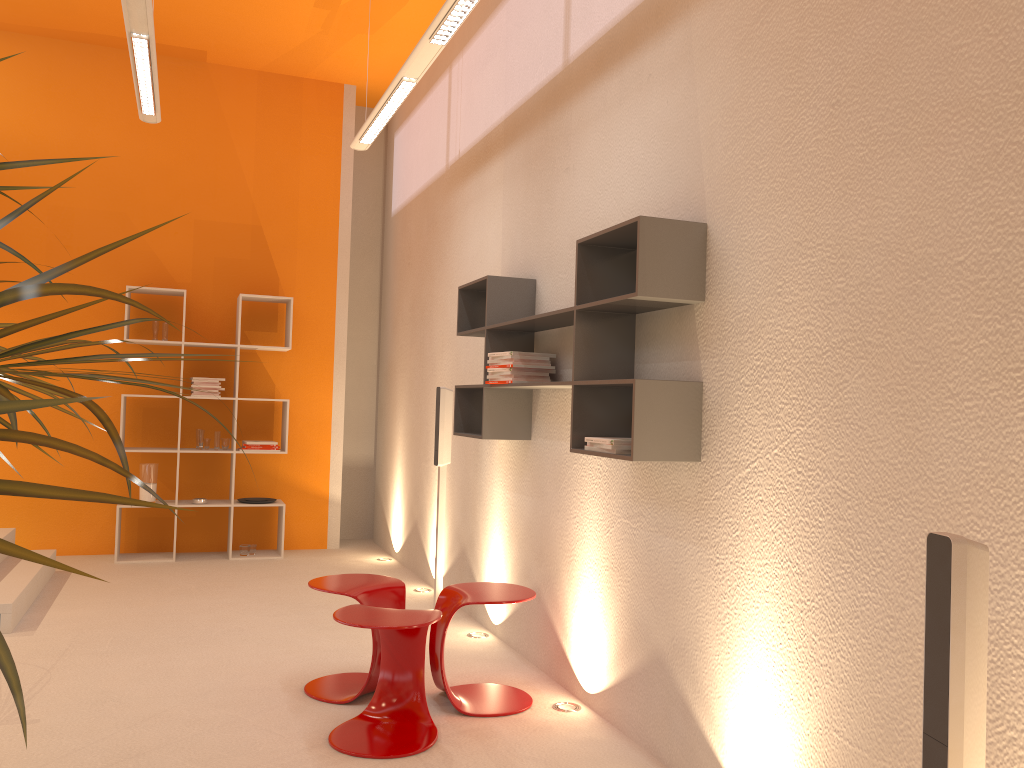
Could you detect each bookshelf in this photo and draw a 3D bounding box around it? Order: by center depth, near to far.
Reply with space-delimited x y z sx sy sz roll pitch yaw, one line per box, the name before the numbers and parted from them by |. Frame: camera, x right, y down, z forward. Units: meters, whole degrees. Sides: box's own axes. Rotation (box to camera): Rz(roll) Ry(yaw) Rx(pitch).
bookshelf | 0.361 0.538 3.155 0.322 2.145 3.370 2 -1 -18
bookshelf | -1.272 1.633 6.152 3.516 4.600 1.107 1 -2 27

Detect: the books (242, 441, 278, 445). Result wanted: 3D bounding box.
books | -1.935 0.450 6.805 0.227 0.017 0.230 3 -2 -25

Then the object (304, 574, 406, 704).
object | -0.660 1.068 3.757 0.420 0.450 0.391 1 -2 40

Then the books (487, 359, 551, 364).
books | 0.030 -0.100 4.086 0.190 0.015 0.254 3 -2 -29

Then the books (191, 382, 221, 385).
books | -2.327 -0.005 6.738 0.190 0.015 0.254 2 -2 -24

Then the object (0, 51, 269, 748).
object | -2.090 0.346 1.677 3.098 2.600 3.241 2 -1 -12

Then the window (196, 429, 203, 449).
window | -3.328 2.564 4.735 0.993 4.599 4.234 2 -1 12

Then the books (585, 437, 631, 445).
books | 0.408 0.202 3.110 0.230 0.017 0.227 2 -2 -20

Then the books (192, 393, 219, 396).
books | -2.325 0.080 6.727 0.190 0.011 0.268 2 -1 -19

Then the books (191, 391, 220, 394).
books | -2.329 0.066 6.736 0.190 0.015 0.254 2 -2 -24

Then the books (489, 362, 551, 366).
books | 0.035 -0.087 4.077 0.190 0.011 0.268 2 -2 -24

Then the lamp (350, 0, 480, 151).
lamp | -0.397 -2.017 4.143 0.120 1.052 3.195 2 -2 -20

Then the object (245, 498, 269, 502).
object | -1.971 0.900 6.847 0.178 0.020 0.178 2 -1 -4

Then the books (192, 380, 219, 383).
books | -2.326 -0.020 6.730 0.190 0.015 0.254 2 -1 -19

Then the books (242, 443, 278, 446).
books | -1.937 0.466 6.818 0.254 0.015 0.190 2 -1 -19

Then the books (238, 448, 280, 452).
books | -1.943 0.506 6.812 0.296 0.013 0.210 2 -2 -20

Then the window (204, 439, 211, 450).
window | -3.185 2.627 5.622 2.294 4.526 1.860 2 -2 -20

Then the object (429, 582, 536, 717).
object | -0.118 1.083 3.666 0.420 0.450 0.391 2 -2 -20

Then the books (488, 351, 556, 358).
books | 0.044 -0.131 4.081 0.230 0.017 0.227 3 -2 -30

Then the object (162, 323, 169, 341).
object | -2.479 2.159 3.153 0.351 5.384 6.779 2 -1 0

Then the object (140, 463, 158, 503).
object | -2.701 0.737 6.586 0.129 0.291 0.129 2 -1 8

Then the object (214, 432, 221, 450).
object | -2.532 2.562 2.958 0.870 4.604 7.392 2 -1 10

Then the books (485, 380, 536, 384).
books | 0.033 -0.004 4.071 0.210 0.013 0.297 3 -2 -25

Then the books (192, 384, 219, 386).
books | -2.323 0.008 6.729 0.190 0.011 0.268 2 -1 -19

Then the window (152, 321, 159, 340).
window | -2.337 2.132 2.162 0.481 5.399 8.922 2 -1 -8

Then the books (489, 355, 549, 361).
books | 0.031 -0.116 4.078 0.190 0.015 0.254 2 -2 -24

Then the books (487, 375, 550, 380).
books | 0.027 -0.029 4.084 0.190 0.015 0.254 3 -2 -29

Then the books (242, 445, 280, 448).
books | -1.929 0.481 6.818 0.254 0.015 0.190 2 -2 -24

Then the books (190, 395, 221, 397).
books | -2.325 0.092 6.723 0.210 0.013 0.296 2 -2 -20

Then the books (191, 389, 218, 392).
books | -2.329 0.051 6.728 0.190 0.015 0.254 2 -1 -19

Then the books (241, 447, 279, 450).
books | -1.938 0.494 6.813 0.268 0.011 0.190 2 -1 -19

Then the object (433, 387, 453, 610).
object | -0.416 0.674 5.029 0.116 1.317 0.111 2 -2 -24

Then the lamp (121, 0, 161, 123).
lamp | -1.549 -2.064 3.715 0.120 1.052 3.195 2 -2 -20

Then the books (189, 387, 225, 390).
books | -2.315 0.036 6.730 0.230 0.017 0.227 3 -2 -25

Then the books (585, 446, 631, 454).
books | 0.394 0.232 3.118 0.190 0.015 0.254 2 -2 -19

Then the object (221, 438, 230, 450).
object | -0.183 2.152 3.496 0.190 3.502 7.694 3 -2 -32

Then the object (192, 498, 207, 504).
object | -2.340 0.878 6.647 0.105 0.035 0.106 1 -2 23

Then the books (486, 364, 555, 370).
books | 0.035 -0.075 4.073 0.210 0.013 0.297 3 -2 -25

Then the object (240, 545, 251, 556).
object | 0.363 2.541 2.132 0.129 2.692 10.507 3 -2 -28

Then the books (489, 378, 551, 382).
books | 0.032 -0.016 4.075 0.190 0.011 0.268 2 -2 -24

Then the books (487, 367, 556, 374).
books | 0.042 -0.060 4.079 0.230 0.017 0.227 3 -2 -30

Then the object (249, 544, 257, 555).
object | 0.839 2.529 0.908 0.102 2.685 13.193 3 -2 -26

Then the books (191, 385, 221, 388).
books | -2.322 0.020 6.725 0.210 0.013 0.296 2 -2 -20

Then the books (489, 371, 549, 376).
books | 0.029 -0.044 4.076 0.190 0.015 0.254 2 -2 -24

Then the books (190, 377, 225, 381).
books | -2.313 -0.036 6.732 0.230 0.017 0.227 3 -2 -25

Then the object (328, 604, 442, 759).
object | -0.457 1.062 3.245 0.391 0.450 0.420 2 -1 10

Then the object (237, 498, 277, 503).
object | -1.967 0.902 6.845 0.294 0.020 0.294 1 -1 19

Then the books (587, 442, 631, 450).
books | 0.394 0.217 3.110 0.190 0.015 0.254 2 -1 -14

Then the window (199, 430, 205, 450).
window | -2.746 0.950 3.344 0.908 1.393 6.719 2 -1 -1
